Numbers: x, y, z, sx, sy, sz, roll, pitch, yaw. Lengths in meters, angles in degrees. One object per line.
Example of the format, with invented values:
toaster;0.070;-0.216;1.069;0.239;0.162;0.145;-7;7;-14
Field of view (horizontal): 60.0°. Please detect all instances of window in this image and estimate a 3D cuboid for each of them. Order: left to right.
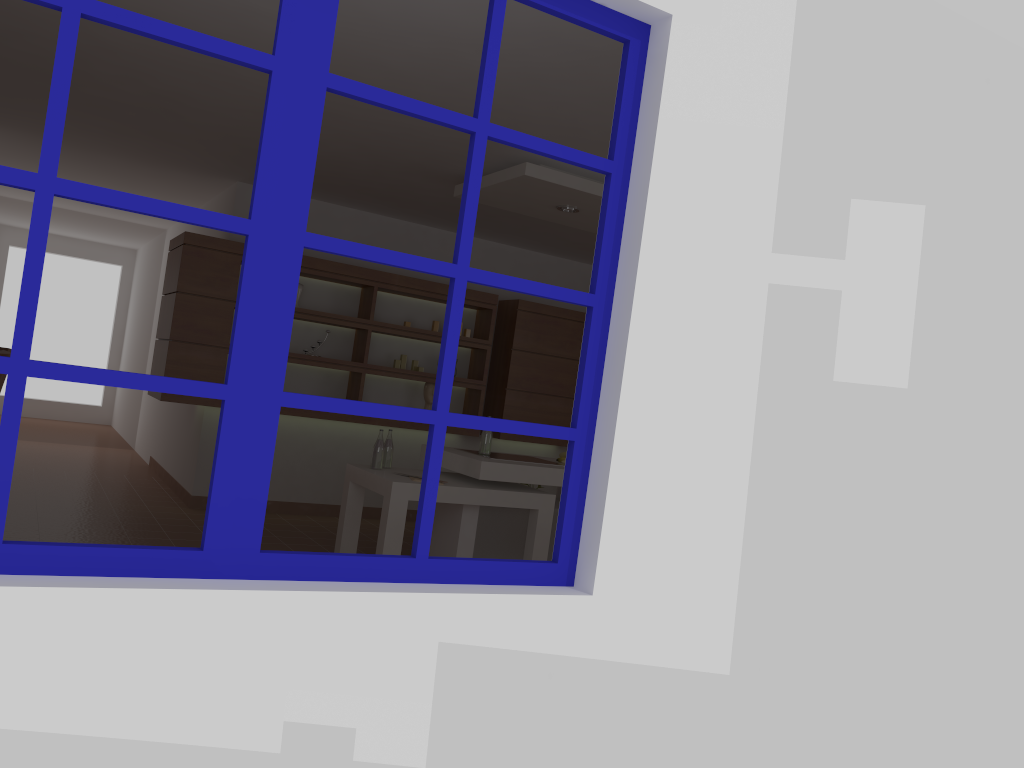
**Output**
window;-0.487;-0.310;1.832;1.699;1.430;0.035;8;-1;-29

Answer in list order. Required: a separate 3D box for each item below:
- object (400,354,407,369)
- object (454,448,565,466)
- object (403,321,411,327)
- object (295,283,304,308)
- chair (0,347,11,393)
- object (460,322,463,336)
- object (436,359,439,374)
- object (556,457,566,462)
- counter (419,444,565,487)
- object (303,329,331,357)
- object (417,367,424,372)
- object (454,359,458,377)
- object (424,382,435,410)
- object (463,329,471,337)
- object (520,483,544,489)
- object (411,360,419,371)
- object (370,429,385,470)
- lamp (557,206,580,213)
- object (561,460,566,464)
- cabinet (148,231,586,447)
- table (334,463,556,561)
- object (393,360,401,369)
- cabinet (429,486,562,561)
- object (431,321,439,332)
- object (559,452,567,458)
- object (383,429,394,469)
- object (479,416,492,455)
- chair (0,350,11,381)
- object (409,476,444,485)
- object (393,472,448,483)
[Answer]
object;-0.890;-0.179;7.242;0.044;0.120;0.044;8;-1;-29
object;-0.003;0.447;5.397;0.551;0.006;0.493;8;-1;-29
object;-0.838;-0.481;7.094;0.044;0.049;0.044;8;-1;-29
object;-1.650;-0.675;6.751;0.103;0.197;0.071;8;-1;22
chair;-2.759;0.315;4.164;0.444;1.063;0.574;7;-1;41
object;-0.443;-0.457;7.388;0.044;0.120;0.044;8;-1;-29
object;-0.592;-0.157;7.391;0.065;0.165;0.054;8;-1;-13
object;0.329;0.482;5.618;0.060;0.033;0.207;7;-1;41
counter;0.514;0.929;5.655;2.156;0.800;0.821;8;-1;-29
object;-1.519;-0.327;6.860;0.190;0.227;0.136;8;-1;3
object;-0.751;-0.118;7.272;0.044;0.040;0.044;8;-1;-29
object;-0.490;-0.143;7.416;0.065;0.165;0.054;8;-1;-13
object;-0.690;0.111;7.341;0.100;0.284;0.100;8;-1;1
object;-0.374;-0.422;7.388;0.044;0.070;0.044;8;-1;-29
object;0.169;1.046;7.931;0.296;0.546;0.087;8;-1;-13
object;-0.802;-0.150;7.321;0.044;0.090;0.044;8;-1;-29
object;-0.765;0.376;5.093;0.071;0.230;0.071;7;-1;42
lamp;0.348;-1.093;5.446;0.143;0.059;0.143;7;-1;44
object;0.357;0.484;5.515;0.060;0.033;0.207;8;-1;16
cabinet;-0.514;-0.192;7.674;4.718;1.200;0.754;8;-1;-29
table;-0.405;0.870;5.137;1.003;0.647;0.737;8;-1;-29
object;-0.932;-0.160;7.181;0.044;0.070;0.044;8;-1;-29
cabinet;0.461;0.972;5.623;2.048;0.700;0.737;8;-1;-29
object;-0.626;-0.474;7.254;0.044;0.099;0.044;8;-1;-29
object;0.371;0.459;5.543;0.207;0.055;0.047;7;-1;38
object;-0.732;0.383;5.234;0.071;0.230;0.071;7;-1;42
object;-0.149;0.305;5.269;0.071;0.230;0.071;7;-1;42
chair;-2.422;0.352;3.554;0.574;1.063;0.444;8;-1;-19
object;-0.474;0.526;4.870;0.168;0.006;0.266;8;-1;-12
object;-0.520;0.514;4.901;0.375;0.008;0.041;7;-1;28
